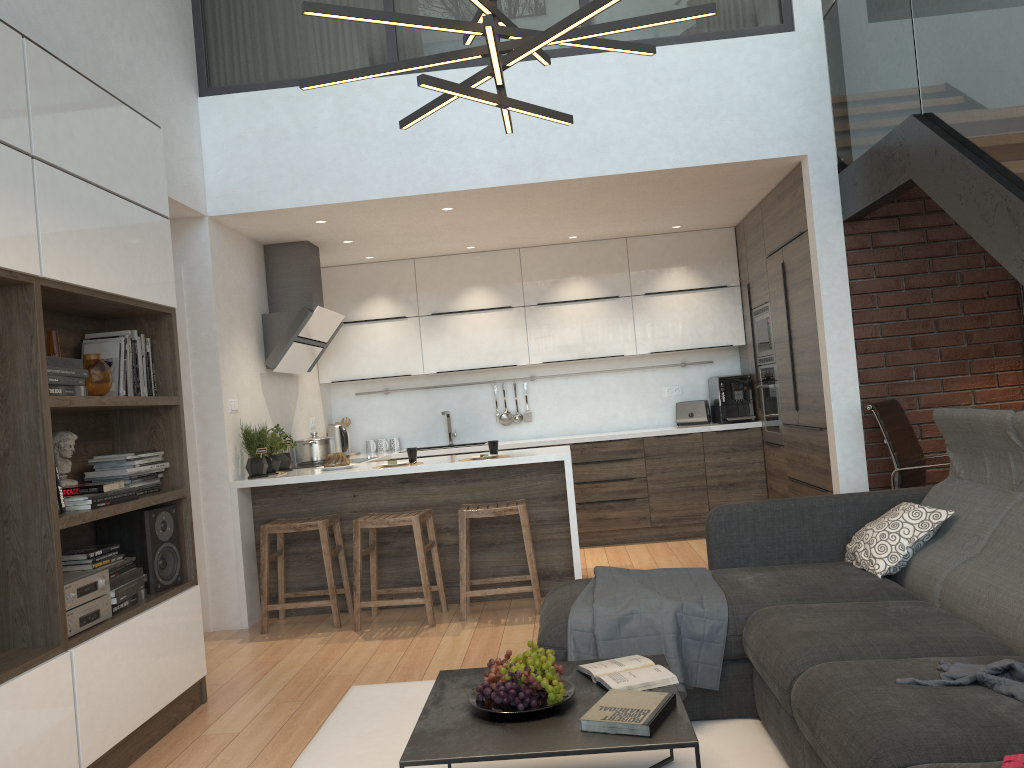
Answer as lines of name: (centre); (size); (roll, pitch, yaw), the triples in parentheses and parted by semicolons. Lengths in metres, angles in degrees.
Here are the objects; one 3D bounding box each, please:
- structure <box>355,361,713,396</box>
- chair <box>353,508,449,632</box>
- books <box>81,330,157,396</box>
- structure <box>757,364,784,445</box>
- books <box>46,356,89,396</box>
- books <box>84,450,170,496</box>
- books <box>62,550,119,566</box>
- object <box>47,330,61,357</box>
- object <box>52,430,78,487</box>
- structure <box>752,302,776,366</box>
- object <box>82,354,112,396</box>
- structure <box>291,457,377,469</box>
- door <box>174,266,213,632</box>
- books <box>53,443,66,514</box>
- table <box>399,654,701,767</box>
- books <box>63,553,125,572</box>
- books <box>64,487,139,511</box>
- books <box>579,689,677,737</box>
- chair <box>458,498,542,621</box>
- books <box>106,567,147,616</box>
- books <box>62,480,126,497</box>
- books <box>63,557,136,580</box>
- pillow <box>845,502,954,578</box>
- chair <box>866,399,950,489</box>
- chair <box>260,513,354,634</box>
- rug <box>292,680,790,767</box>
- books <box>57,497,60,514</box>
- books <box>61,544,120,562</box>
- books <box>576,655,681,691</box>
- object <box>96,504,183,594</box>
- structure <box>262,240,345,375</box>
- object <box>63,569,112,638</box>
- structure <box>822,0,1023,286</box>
structure: (0.170, -0.048, 7.415); (3.000, 0.045, 0.050); (-5, -1, 3)
chair: (-0.637, 1.027, 4.958); (0.450, 0.600, 0.350); (-5, -1, 8)
books: (-1.640, -0.073, 3.647); (0.201, 0.287, 0.332); (-5, -1, 3)
structure: (2.077, 0.128, 6.412); (0.495, 0.570, 0.595); (-5, -1, 3)
books: (-1.655, -0.011, 3.026); (0.277, 0.137, 0.343); (-5, -1, -2)
books: (-1.582, 0.370, 3.611); (0.224, 0.176, 0.374); (-5, -1, 3)
books: (-1.587, 0.651, 3.320); (0.142, 0.015, 0.198); (-5, -1, 2)
object: (-1.689, -0.067, 3.268); (0.081, 0.265, 0.082); (-6, -1, 25)
object: (-1.668, 0.276, 3.264); (0.116, 0.207, 0.117); (-6, -2, 44)
structure: (2.050, -0.372, 6.421); (0.459, 0.430, 0.595); (-5, -1, 3)
object: (-1.593, -0.027, 3.376); (0.130, 0.171, 0.130); (-6, -2, 42)
structure: (-1.282, 0.556, 6.214); (0.550, 0.006, 0.609); (-5, -1, 3)
door: (-2.308, 0.418, 5.170); (0.974, 2.136, 0.085); (-5, -1, 3)
books: (-1.622, 0.327, 3.005); (0.177, 0.242, 0.066); (-5, -1, 3)
table: (0.117, 1.022, 2.409); (0.700, 0.323, 0.700); (-5, -1, 3)
books: (-1.583, 0.669, 3.320); (0.161, 0.023, 0.213); (-5, -1, 7)
books: (-1.566, 0.425, 3.252); (0.250, 0.047, 0.310); (-5, -1, 9)
books: (0.296, 0.825, 2.234); (0.179, 0.029, 0.225); (-6, -1, 26)
chair: (-0.081, 0.978, 5.007); (0.450, 0.600, 0.350); (-5, -1, 1)
books: (-1.545, 0.782, 3.324); (0.248, 0.123, 0.307); (-5, -1, -2)
books: (-1.597, 0.389, 3.263); (0.266, 0.030, 0.209); (-5, -1, -3)
books: (-1.573, 0.701, 3.321); (0.224, 0.042, 0.277); (-5, -1, -1)
pillow: (1.372, 0.535, 2.303); (0.386, 0.364, 2.734); (-5, -1, 7)
chair: (2.251, 0.561, 4.564); (0.700, 0.991, 0.651); (-6, -2, 37)
chair: (-1.192, 1.080, 5.112); (0.450, 0.600, 0.350); (-5, -1, 3)
rug: (0.032, 1.209, 2.550); (1.606, 0.013, 2.496); (-5, -1, 3)
books: (-1.632, 0.322, 2.976); (0.193, 0.255, 0.066); (-5, -1, 3)
books: (-1.603, 0.633, 3.323); (0.161, 0.023, 0.213); (-5, -1, 7)
books: (0.328, 0.832, 2.558); (0.199, 0.025, 0.294); (-5, -1, -18)
object: (-1.528, 0.681, 3.660); (0.244, 0.331, 0.214); (-5, -1, 13)
structure: (-1.471, -0.584, 6.248); (0.407, 0.998, 0.898); (-5, -1, 3)
object: (-1.548, 0.749, 2.996); (0.270, 0.174, 0.285); (-5, -1, 3)
structure: (2.458, -0.484, 3.549); (1.289, 3.460, 5.660); (-5, -1, 3)
